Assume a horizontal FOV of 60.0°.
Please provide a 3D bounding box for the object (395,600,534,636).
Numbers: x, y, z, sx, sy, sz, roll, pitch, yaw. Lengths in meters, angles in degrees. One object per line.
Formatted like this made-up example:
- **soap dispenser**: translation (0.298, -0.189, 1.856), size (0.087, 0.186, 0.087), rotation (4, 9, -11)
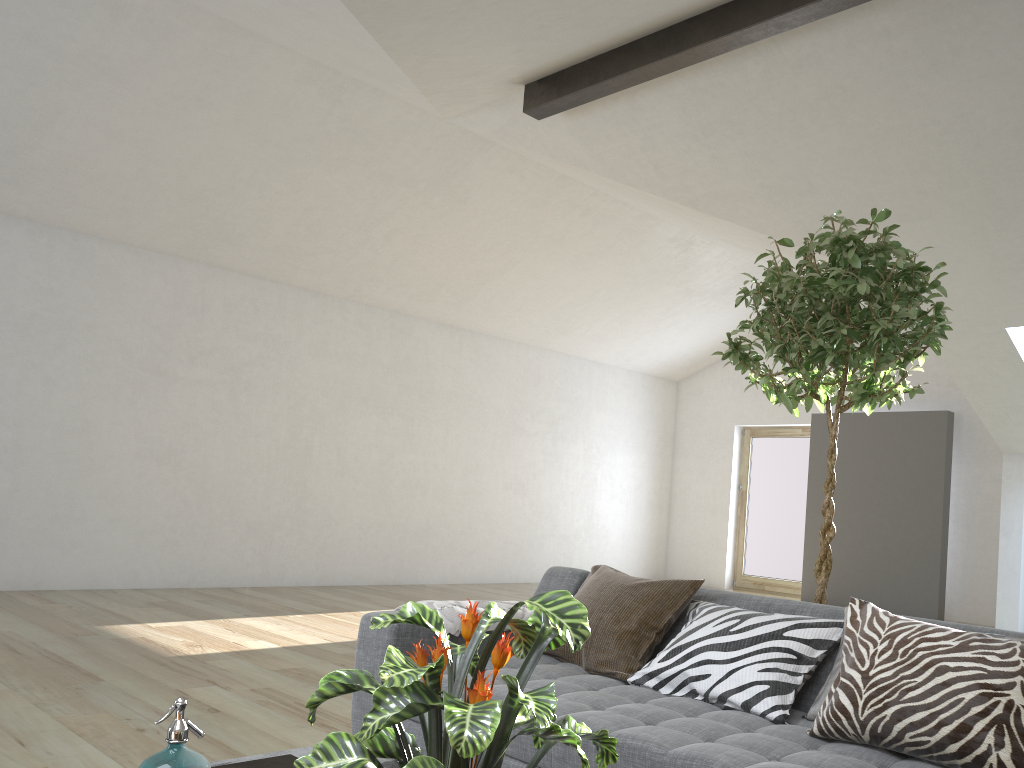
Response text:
- **object**: translation (-0.180, 0.943, 3.049), size (0.484, 0.416, 0.357), rotation (9, -7, -41)

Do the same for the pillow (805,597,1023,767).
- **pillow**: translation (0.987, 0.698, 2.050), size (0.282, 0.339, 0.557), rotation (8, -8, -39)

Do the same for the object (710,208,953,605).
- **object**: translation (1.075, 0.398, 3.106), size (0.791, 2.009, 0.826), rotation (3, -4, 24)

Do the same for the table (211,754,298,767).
- **table**: translation (-0.191, 0.907, 1.202), size (0.625, 0.323, 1.547), rotation (11, -10, -43)

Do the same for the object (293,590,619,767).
- **object**: translation (-0.065, 0.531, 1.193), size (0.372, 0.523, 0.444), rotation (3, -5, 21)

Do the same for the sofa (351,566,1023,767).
- **sofa**: translation (0.700, 0.935, 2.311), size (1.033, 0.680, 2.457), rotation (10, -9, -43)

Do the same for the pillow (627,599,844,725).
- **pillow**: translation (0.648, 0.792, 2.578), size (0.361, 0.282, 0.559), rotation (10, -9, -43)

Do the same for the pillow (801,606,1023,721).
- **pillow**: translation (1.064, 0.750, 2.218), size (0.265, 0.317, 0.641), rotation (9, -8, -43)

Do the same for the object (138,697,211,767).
- **object**: translation (-0.547, 0.628, 1.438), size (0.122, 0.238, 0.117), rotation (6, -4, -18)

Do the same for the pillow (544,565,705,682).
- **pillow**: translation (0.325, 0.791, 2.979), size (0.309, 0.336, 0.580), rotation (8, -7, -34)
